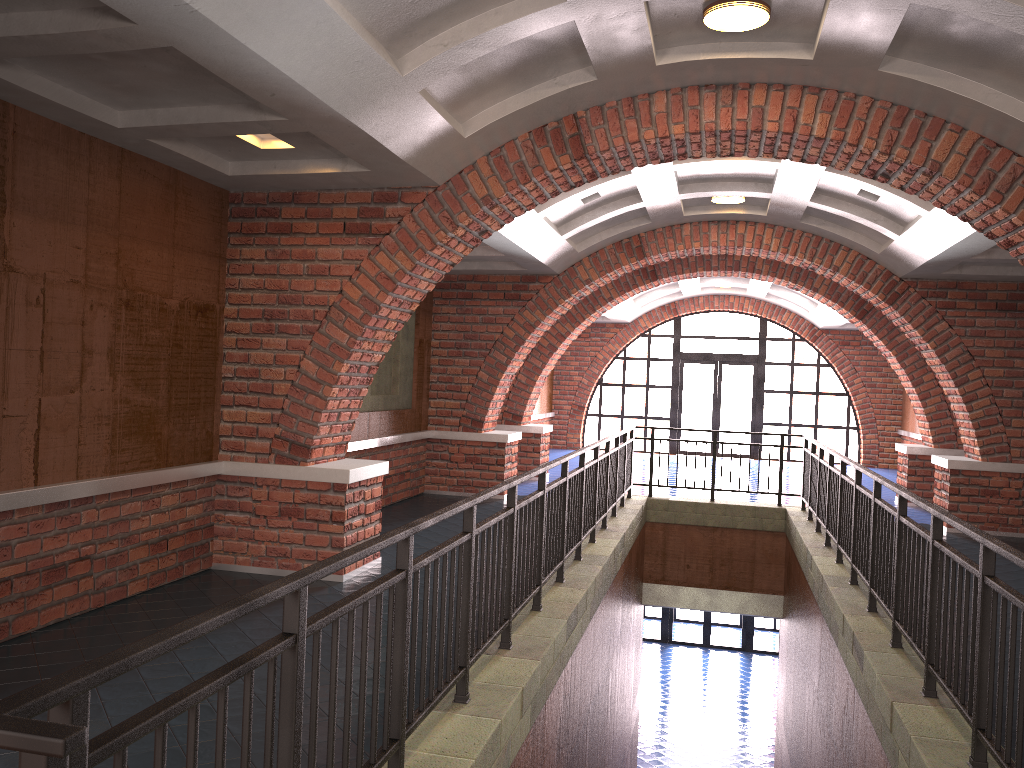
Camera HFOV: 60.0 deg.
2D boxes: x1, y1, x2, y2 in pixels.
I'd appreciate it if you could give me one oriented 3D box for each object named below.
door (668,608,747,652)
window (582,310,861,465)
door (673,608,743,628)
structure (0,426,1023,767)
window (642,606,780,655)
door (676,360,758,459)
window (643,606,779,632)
[{"bbox_3d":[4.556,5.017,20.583,1.754,2.236,0.040,2,0,13],"label":"door"},{"bbox_3d":[4.818,0.006,20.543,6.353,3.471,0.100,2,0,13],"label":"window"},{"bbox_3d":[5.018,5.026,22.550,1.754,2.236,0.040,2,0,13],"label":"door"},{"bbox_3d":[1.361,3.410,6.406,2.464,5.665,11.176,2,0,13],"label":"structure"},{"bbox_3d":[4.633,4.400,20.562,6.353,3.471,0.100,2,0,13],"label":"window"},{"bbox_3d":[4.744,0.571,20.564,1.754,2.236,0.040,2,0,13],"label":"door"},{"bbox_3d":[5.094,4.409,22.529,6.353,3.471,0.100,2,0,13],"label":"window"}]
